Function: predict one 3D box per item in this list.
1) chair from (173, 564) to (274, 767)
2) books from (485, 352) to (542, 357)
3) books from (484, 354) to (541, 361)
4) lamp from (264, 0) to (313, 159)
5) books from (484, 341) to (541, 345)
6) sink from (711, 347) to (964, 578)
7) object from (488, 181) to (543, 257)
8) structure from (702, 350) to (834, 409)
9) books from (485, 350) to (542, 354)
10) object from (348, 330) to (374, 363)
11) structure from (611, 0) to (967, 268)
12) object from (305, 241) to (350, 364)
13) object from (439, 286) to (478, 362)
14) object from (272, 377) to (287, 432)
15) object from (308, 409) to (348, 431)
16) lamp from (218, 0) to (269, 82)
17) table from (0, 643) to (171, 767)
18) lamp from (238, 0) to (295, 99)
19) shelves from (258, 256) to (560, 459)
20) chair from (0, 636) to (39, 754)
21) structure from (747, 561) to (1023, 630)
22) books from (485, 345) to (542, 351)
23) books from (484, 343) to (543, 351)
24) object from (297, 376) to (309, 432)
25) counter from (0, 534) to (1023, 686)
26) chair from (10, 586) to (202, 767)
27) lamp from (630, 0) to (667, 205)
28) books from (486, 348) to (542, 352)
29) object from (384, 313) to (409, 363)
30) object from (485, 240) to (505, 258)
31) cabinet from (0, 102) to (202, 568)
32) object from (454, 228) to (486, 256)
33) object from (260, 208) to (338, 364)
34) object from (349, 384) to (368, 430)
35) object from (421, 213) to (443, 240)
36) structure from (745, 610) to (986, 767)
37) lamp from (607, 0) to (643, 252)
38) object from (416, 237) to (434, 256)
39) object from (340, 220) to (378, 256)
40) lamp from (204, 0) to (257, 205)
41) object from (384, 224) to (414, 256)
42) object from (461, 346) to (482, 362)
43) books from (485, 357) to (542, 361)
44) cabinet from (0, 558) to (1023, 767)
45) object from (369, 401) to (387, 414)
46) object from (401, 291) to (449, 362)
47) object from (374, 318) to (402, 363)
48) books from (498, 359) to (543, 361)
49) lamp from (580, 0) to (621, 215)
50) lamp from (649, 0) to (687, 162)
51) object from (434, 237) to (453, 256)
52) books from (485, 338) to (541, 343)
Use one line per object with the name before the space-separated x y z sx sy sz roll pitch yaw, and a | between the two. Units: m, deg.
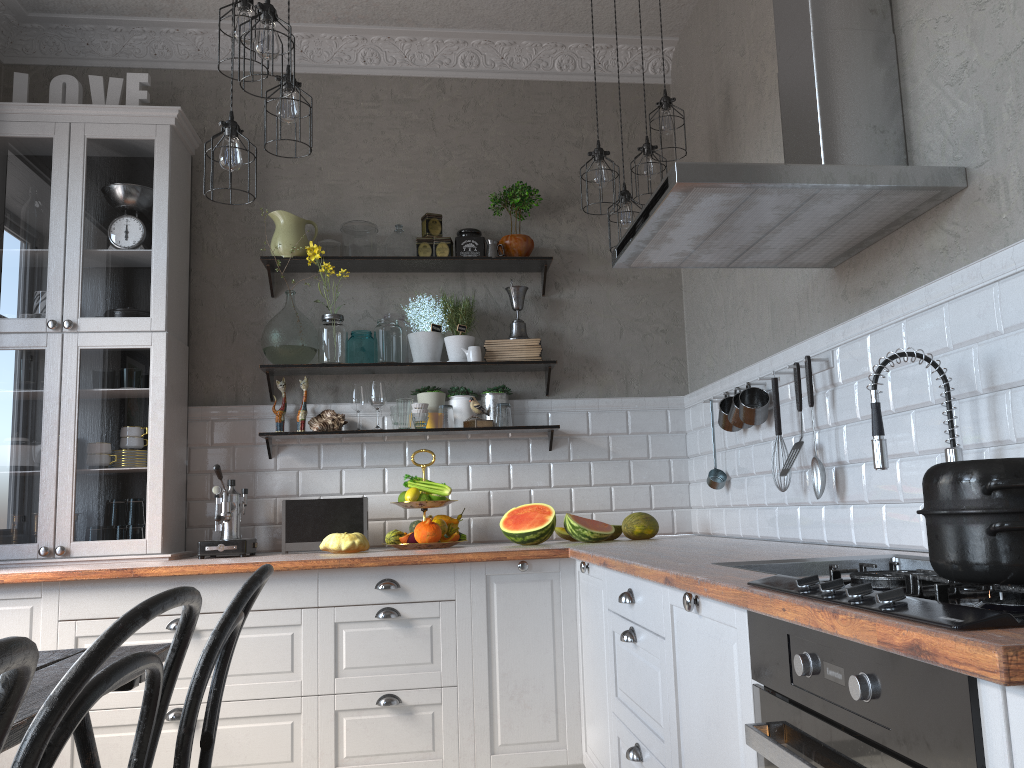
chair | -0.698 0.790 1.516 0.553 0.920 0.435 -1 -8 -10
books | 0.008 -0.126 4.145 0.261 0.016 0.158 -2 -8 1
books | 0.008 -0.115 4.144 0.260 0.016 0.158 -3 -8 5
lamp | -0.736 -1.600 2.926 0.149 1.734 0.144 1 -9 -20
books | 0.006 -0.179 4.153 0.261 0.016 0.158 -2 -8 1
sink | 0.748 0.276 1.903 0.531 0.720 0.483 -1 -8 -7
object | 0.032 -0.766 4.210 0.258 0.397 0.244 -5 -9 17
structure | 0.897 0.002 3.243 0.095 0.053 1.080 -1 -8 -6
books | 0.008 -0.136 4.147 0.261 0.011 0.157 -2 -8 -2
object | -0.692 -0.155 4.076 0.126 0.172 0.126 -2 -8 -3
structure | 0.667 -1.197 2.513 0.717 1.595 0.708 -1 -8 -7
object | -0.825 -0.357 3.942 0.194 0.540 0.278 0 -8 -15
object | -0.249 -0.274 4.103 0.166 0.380 0.188 -10 -11 43
object | -1.040 0.099 3.973 0.054 0.264 0.060 4 -10 -35
object | -0.826 0.164 3.952 0.180 0.111 0.094 3 -9 -29
lamp | -0.835 -1.799 2.784 0.149 1.734 0.144 1 -9 -20
table | -1.115 0.823 0.979 0.910 0.735 1.909 -1 -8 -6
lamp | -0.720 -1.695 2.624 0.143 1.734 0.150 -9 -11 39
shelves | -0.460 -0.107 4.071 1.324 0.923 0.227 -1 -8 -8
chair | -0.616 0.643 0.517 0.553 0.920 0.435 -1 -8 -10
structure | 0.670 0.276 1.237 0.499 0.031 0.602 -1 -8 -7
books | 0.007 -0.158 4.150 0.261 0.011 0.157 -2 -8 -2
books | 0.007 -0.169 4.151 0.260 0.016 0.158 -3 -8 5
object | -0.934 0.095 3.973 0.052 0.264 0.062 -6 -9 29
counter | -0.515 0.517 2.353 3.179 0.039 3.372 -1 -8 -7
chair | -0.671 0.720 1.040 0.549 0.920 0.438 -2 -8 0
lamp | 0.559 -1.640 3.881 0.144 1.734 0.149 -8 -10 35
books | 0.007 -0.148 4.148 0.262 0.011 0.157 -2 -8 -5
object | -0.553 -0.194 4.163 0.131 0.264 0.131 -2 -8 -1
object | -0.080 -0.623 4.121 0.094 0.096 0.074 -1 -8 -7
cabinet | -1.832 -0.192 3.754 0.884 1.920 0.385 -1 -8 -8
object | -0.201 -0.645 4.207 0.143 0.174 0.141 -1 -8 -7
object | -1.005 -0.415 3.970 0.341 0.674 0.331 4 -10 -38
object | -0.696 0.113 4.018 0.083 0.217 0.080 1 -9 -21
object | -0.374 -0.731 4.136 0.084 0.113 0.081 2 -9 -27
structure | 0.709 0.635 1.184 0.622 0.623 0.619 -1 -8 -7
lamp | 0.442 -1.404 3.722 0.150 1.734 0.144 4 -10 -35
object | -0.406 -0.618 4.128 0.083 0.113 0.082 -1 -8 -7
object | -0.706 -0.646 4.098 0.169 0.184 0.175 -7 -10 32
lamp | -0.906 -1.439 2.882 0.150 1.734 0.143 5 -11 -40
object | -0.537 -0.653 4.218 0.137 0.220 0.143 -9 -11 42
object | -0.172 -0.133 4.028 0.104 0.071 0.063 -6 -9 22
books | 0.009 -0.105 4.142 0.261 0.011 0.157 -2 -8 -2
cabinet | -0.065 0.936 2.503 4.109 0.854 2.029 -9 -11 39
object | -0.610 0.111 4.026 0.083 0.217 0.080 1 -9 -21
object | -0.386 -0.252 4.133 0.243 0.354 0.236 -4 -8 11
object | -0.561 -0.187 4.009 0.123 0.206 0.126 -4 -8 15
books | 0.009 -0.093 4.141 0.262 0.011 0.157 -2 -8 -5
lamp | 0.323 -1.542 3.590 0.144 1.734 0.149 -6 -9 25
lamp | 0.613 -1.793 3.738 0.150 1.734 0.144 4 -10 -35
object | -0.318 -0.620 4.136 0.082 0.113 0.083 -2 -8 3
books | 0.006 -0.190 4.154 0.261 0.011 0.157 -2 -8 -2
